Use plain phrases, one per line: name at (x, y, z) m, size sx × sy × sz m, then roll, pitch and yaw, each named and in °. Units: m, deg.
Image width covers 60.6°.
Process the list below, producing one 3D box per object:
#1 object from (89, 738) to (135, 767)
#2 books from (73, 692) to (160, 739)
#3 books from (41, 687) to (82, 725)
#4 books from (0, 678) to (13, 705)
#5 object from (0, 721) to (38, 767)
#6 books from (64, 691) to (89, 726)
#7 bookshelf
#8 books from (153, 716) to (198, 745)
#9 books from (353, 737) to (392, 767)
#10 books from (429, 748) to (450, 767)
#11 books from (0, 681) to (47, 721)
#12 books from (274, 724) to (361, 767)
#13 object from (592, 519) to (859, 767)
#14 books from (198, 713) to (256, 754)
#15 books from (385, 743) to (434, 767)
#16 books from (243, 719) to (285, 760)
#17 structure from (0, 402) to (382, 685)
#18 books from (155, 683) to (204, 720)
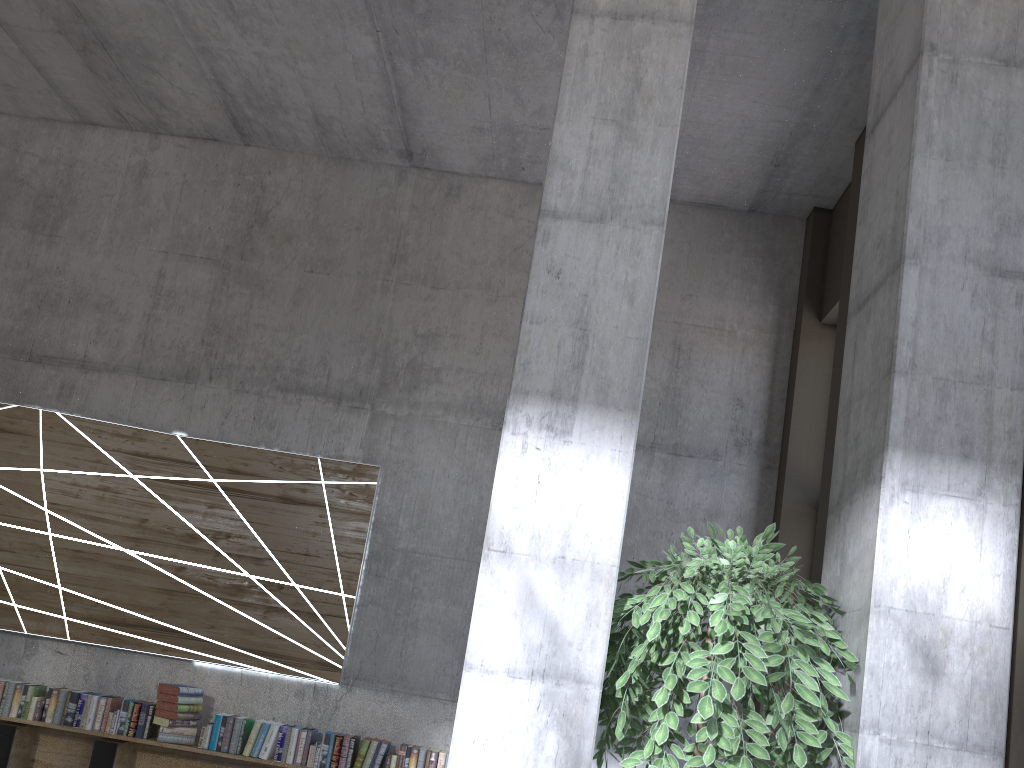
object at (-2.659, 2.696, 5.691) m, size 0.152 × 0.738 × 0.280 m, roll 9°, pitch -11°, yaw 4°
books at (-2.568, 2.166, 5.729) m, size 0.489 × 0.214 × 0.222 m, roll 8°, pitch -14°, yaw 3°
books at (-2.957, 2.121, 5.775) m, size 0.155 × 0.214 × 0.211 m, roll 8°, pitch -13°, yaw 4°
books at (-3.387, 2.045, 5.749) m, size 0.156 × 0.214 × 0.159 m, roll 8°, pitch -12°, yaw 4°
object at (-3.331, 2.600, 5.725) m, size 0.152 × 0.738 × 0.280 m, roll 9°, pitch -11°, yaw 4°
books at (-2.853, 2.133, 5.762) m, size 0.055 × 0.214 × 0.195 m, roll 9°, pitch -13°, yaw 4°
bookshelf at (-2.306, 2.709, 5.667) m, size 5.315 × 0.783 × 0.312 m, roll 8°, pitch -11°, yaw 3°
books at (-2.175, 2.237, 5.669) m, size 0.291 × 0.146 × 0.223 m, roll 22°, pitch -19°, yaw -37°
books at (-0.904, 2.404, 5.657) m, size 0.199 × 0.222 × 0.195 m, roll 8°, pitch -13°, yaw 4°
books at (-0.447, 2.459, 5.599) m, size 0.156 × 0.214 × 0.195 m, roll 8°, pitch -13°, yaw 4°
books at (-3.173, 2.077, 5.739) m, size 0.276 × 0.214 × 0.176 m, roll 8°, pitch -13°, yaw 5°
books at (-1.256, 2.352, 5.662) m, size 0.489 × 0.214 × 0.222 m, roll 8°, pitch -14°, yaw 3°
object at (0.607, 1.347, 2.774) m, size 1.018 × 1.811 × 0.978 m, roll 16°, pitch -13°, yaw -30°
books at (-1.848, 2.258, 5.681) m, size 0.278 × 0.214 × 0.216 m, roll 9°, pitch -14°, yaw 2°
books at (-0.661, 2.437, 5.635) m, size 0.278 × 0.214 × 0.216 m, roll 9°, pitch -14°, yaw 2°
books at (-1.596, 2.291, 5.658) m, size 0.199 × 0.222 × 0.195 m, roll 8°, pitch -13°, yaw 4°
structure at (-2.721, 1.011, 5.955) m, size 3.408 × 1.494 × 0.369 m, roll 8°, pitch -10°, yaw 3°
books at (-2.158, 2.064, 5.693) m, size 0.189 × 0.204 × 0.254 m, roll 3°, pitch -16°, yaw 24°
